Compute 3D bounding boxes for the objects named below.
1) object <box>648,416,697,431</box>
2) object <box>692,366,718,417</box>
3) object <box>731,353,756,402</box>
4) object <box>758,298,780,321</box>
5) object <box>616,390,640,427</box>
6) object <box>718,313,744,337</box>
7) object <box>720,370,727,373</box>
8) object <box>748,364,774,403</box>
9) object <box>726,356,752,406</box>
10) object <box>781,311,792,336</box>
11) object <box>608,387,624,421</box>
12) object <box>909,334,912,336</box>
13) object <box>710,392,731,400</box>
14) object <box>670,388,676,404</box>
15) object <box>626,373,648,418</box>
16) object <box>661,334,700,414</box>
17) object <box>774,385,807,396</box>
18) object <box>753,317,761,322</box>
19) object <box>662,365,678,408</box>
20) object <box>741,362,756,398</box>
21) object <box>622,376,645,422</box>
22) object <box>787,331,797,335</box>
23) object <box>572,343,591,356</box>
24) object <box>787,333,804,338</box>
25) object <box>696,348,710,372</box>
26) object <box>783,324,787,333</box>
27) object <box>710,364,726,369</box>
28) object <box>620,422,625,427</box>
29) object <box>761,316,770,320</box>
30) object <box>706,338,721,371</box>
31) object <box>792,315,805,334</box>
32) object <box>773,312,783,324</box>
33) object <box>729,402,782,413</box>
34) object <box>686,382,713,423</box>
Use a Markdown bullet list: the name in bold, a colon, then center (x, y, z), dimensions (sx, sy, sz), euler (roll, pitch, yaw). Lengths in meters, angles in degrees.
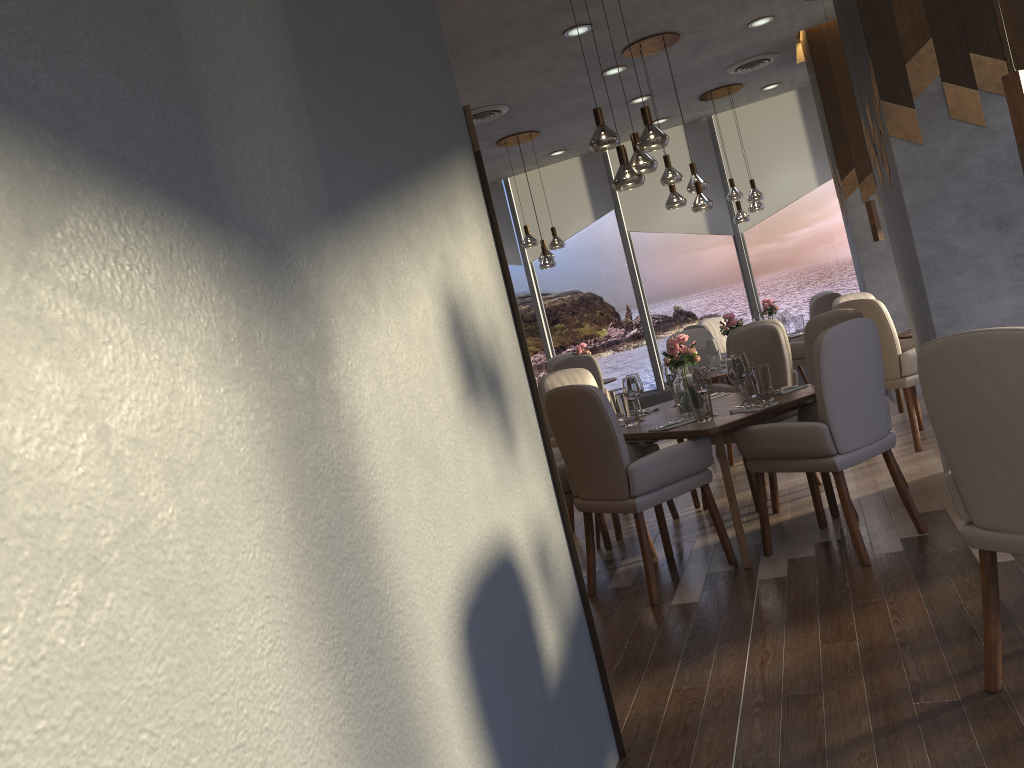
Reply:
- **object**: center (0.796, 0.188, 4.301), dimensions (0.256, 0.019, 0.157), euler (-15, 3, -28)
- **object**: center (0.930, 0.041, 4.281), dimensions (0.092, 0.244, 0.092), euler (-13, 1, 15)
- **object**: center (1.188, -0.035, 4.563), dimensions (0.092, 0.244, 0.092), euler (-14, 1, -4)
- **object**: center (2.614, -0.662, 8.930), dimensions (0.198, 0.415, 0.209), euler (-14, 1, -34)
- **object**: center (0.618, 0.131, 4.683), dimensions (0.102, 0.178, 0.102), euler (-13, 1, 9)
- **object**: center (1.711, -0.348, 6.814), dimensions (0.210, 0.415, 0.197), euler (-14, 1, -24)
- **object**: center (1.621, -0.108, 6.496), dimensions (0.157, 0.019, 0.255), euler (-14, 3, -6)
- **object**: center (1.227, 0.000, 4.340), dimensions (0.102, 0.178, 0.102), euler (-14, 1, -35)
- **object**: center (1.121, -0.010, 4.381), dimensions (0.092, 0.244, 0.092), euler (-13, 1, 39)
- **object**: center (2.741, -0.600, 8.815), dimensions (0.092, 0.244, 0.092), euler (-14, 1, -41)
- **object**: center (0.614, 0.117, 5.024), dimensions (0.102, 0.178, 0.102), euler (-14, 1, 0)
- **object**: center (2.781, -0.360, 5.895), dimensions (0.256, 0.019, 0.157), euler (-15, 3, -25)
- **object**: center (1.107, 0.079, 5.052), dimensions (0.256, 0.019, 0.157), euler (-15, 3, -29)
- **object**: center (0.970, 0.024, 5.166), dimensions (0.102, 0.178, 0.102), euler (-14, 1, -23)
- **object**: center (0.701, 0.064, 4.975), dimensions (0.092, 0.244, 0.092), euler (-13, 1, 21)
- **object**: center (0.909, -0.056, 4.656), dimensions (0.210, 0.415, 0.198), euler (-14, 1, -4)
- **object**: center (1.376, 0.037, 4.549), dimensions (0.256, 0.019, 0.157), euler (-15, 3, -29)
- **object**: center (2.524, -0.557, 9.033), dimensions (0.092, 0.244, 0.092), euler (-14, 1, 0)
- **object**: center (0.920, 0.007, 5.066), dimensions (0.092, 0.244, 0.092), euler (-13, 1, 19)
- **object**: center (1.239, -0.018, 4.663), dimensions (0.102, 0.178, 0.102), euler (-14, 1, -23)
- **object**: center (0.656, 0.084, 4.781), dimensions (0.092, 0.244, 0.092), euler (-13, 1, 15)
- **object**: center (2.916, -0.536, 9.024), dimensions (0.256, 0.019, 0.157), euler (-15, 3, -26)
- **object**: center (0.718, -0.198, 8.777), dimensions (0.210, 0.415, 0.197), euler (-14, 1, -9)
- **object**: center (2.733, -0.475, 8.654), dimensions (0.158, 0.019, 0.254), euler (-15, 3, -21)
- **object**: center (1.499, -0.181, 6.955), dimensions (0.102, 0.178, 0.102), euler (-14, 1, -1)
- **object**: center (2.784, -0.591, 9.143), dimensions (0.102, 0.178, 0.102), euler (-13, 1, 30)
- **object**: center (1.664, -0.143, 7.025), dimensions (0.157, 0.019, 0.255), euler (-14, 3, -7)
- **object**: center (0.522, 0.231, 4.801), dimensions (0.256, 0.019, 0.157), euler (-15, 3, -28)
- **object**: center (2.538, -0.550, 8.802), dimensions (0.092, 0.244, 0.092), euler (-14, 1, 0)
- **object**: center (1.565, -0.228, 6.876), dimensions (0.092, 0.244, 0.092), euler (-13, 1, 13)
- **object**: center (2.840, -0.587, 8.758), dimensions (0.102, 0.178, 0.102), euler (-12, 2, 45)
- **object**: center (2.729, -0.607, 9.044), dimensions (0.092, 0.244, 0.092), euler (-13, 1, 21)
- **object**: center (1.140, 0.109, 4.216), dimensions (0.158, 0.019, 0.254), euler (-15, 3, -31)
- **object**: center (0.893, 0.088, 4.182), dimensions (0.102, 0.178, 0.102), euler (-14, 1, -1)
